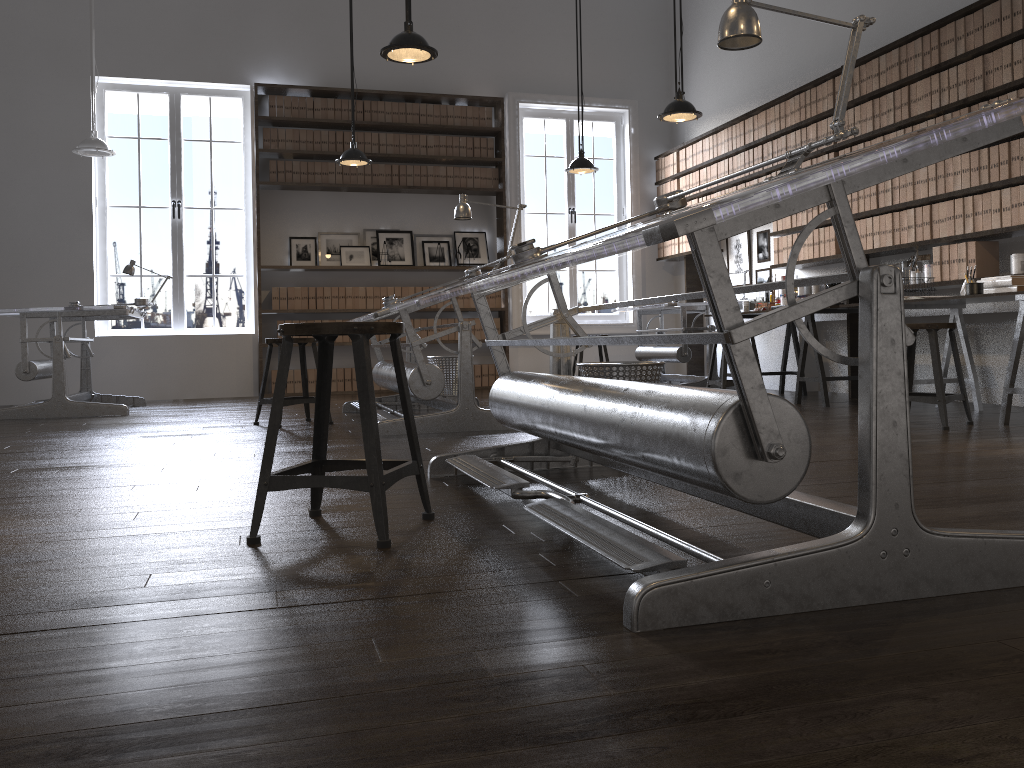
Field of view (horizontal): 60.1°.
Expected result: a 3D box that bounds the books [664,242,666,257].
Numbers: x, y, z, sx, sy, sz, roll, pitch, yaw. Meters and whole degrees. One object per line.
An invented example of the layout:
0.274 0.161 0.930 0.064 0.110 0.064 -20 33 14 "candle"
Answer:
1.705 -1.458 9.408 0.174 0.225 0.066 -1 0 -16 "books"

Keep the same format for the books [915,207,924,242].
2.741 -1.044 5.805 0.174 0.226 0.066 -1 0 -16 "books"

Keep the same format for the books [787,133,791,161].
2.326 -1.915 7.194 0.174 0.225 0.066 -1 0 -16 "books"

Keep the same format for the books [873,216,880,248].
2.625 -1.060 6.198 0.174 0.225 0.066 -1 0 -16 "books"

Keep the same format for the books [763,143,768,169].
2.233 -1.929 7.529 0.174 0.226 0.066 -1 0 -16 "books"

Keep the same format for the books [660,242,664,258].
1.679 -1.461 9.477 0.174 0.226 0.067 -1 0 -16 "books"

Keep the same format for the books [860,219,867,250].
2.588 -1.065 6.336 0.174 0.226 0.066 -1 0 -16 "books"

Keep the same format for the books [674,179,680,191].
1.769 -1.999 9.146 0.174 0.226 0.066 -1 0 -16 "books"

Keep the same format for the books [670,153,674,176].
1.740 -2.278 9.210 0.174 0.226 0.067 -1 0 -16 "books"

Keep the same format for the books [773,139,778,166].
2.271 -1.923 7.392 0.174 0.226 0.066 -1 0 -16 "books"

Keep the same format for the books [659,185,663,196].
1.670 -2.012 9.472 0.174 0.226 0.067 -1 0 -16 "books"

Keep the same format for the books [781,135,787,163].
2.303 -1.918 7.258 0.174 0.226 0.067 -1 0 -16 "books"

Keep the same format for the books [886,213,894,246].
2.658 -1.055 6.072 0.174 0.226 0.067 -1 0 -16 "books"

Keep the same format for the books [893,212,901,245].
2.682 -1.052 6.009 0.174 0.226 0.066 -1 0 -16 "books"

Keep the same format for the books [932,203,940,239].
2.782 -1.038 5.661 0.174 0.225 0.066 -1 0 -16 "books"

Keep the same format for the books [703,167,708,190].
1.938 -1.969 8.541 0.174 0.226 0.066 -1 0 -16 "books"

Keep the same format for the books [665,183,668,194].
1.711 -2.007 9.343 0.174 0.225 0.066 -1 0 -16 "books"

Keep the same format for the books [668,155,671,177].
1.725 -2.281 9.278 0.174 0.226 0.066 -1 0 -16 "books"

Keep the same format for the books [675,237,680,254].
1.777 -1.448 9.144 0.174 0.226 0.066 -1 0 -16 "books"

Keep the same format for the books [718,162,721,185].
2.017 -1.958 8.276 0.174 0.225 0.066 -1 0 -16 "books"

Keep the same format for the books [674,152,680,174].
1.762 -2.276 9.141 0.174 0.225 0.066 -1 0 -16 "books"

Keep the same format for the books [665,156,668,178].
1.707 -2.284 9.346 0.174 0.226 0.066 -1 0 -16 "books"

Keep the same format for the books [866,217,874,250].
2.603 -1.062 6.267 0.174 0.226 0.067 -1 0 -16 "books"

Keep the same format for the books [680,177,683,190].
1.803 -1.988 9.016 0.174 0.226 0.066 -1 0 -16 "books"

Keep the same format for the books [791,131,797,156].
2.342 -1.913 7.134 0.174 0.225 0.066 -1 0 -16 "books"

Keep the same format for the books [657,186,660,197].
1.655 -2.014 9.541 0.174 0.226 0.066 -1 0 -16 "books"

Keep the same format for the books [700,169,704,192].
1.923 -1.972 8.610 0.174 0.226 0.066 -1 0 -16 "books"

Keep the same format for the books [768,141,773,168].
2.248 -1.926 7.459 0.174 0.226 0.066 -1 0 -16 "books"

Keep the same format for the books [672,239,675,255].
1.753 -1.450 9.212 0.174 0.226 0.066 -1 0 -16 "books"

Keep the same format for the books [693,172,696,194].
1.882 -1.977 8.754 0.174 0.225 0.066 -1 0 -16 "books"

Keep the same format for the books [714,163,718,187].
1.994 -1.961 8.339 0.174 0.226 0.067 -1 0 -16 "books"

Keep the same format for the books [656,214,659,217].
1.650 -1.741 9.556 0.174 0.226 0.067 -1 0 -16 "books"

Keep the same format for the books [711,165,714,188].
1.981 -1.963 8.406 0.174 0.226 0.066 -1 0 -16 "books"

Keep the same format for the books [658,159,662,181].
1.661 -2.289 9.481 0.174 0.226 0.066 -1 0 -16 "books"

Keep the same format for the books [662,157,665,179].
1.684 -2.286 9.412 0.174 0.226 0.066 -1 0 -16 "books"

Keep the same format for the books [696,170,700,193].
1.897 -1.974 8.681 0.174 0.226 0.067 -1 0 -16 "books"

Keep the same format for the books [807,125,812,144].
2.404 -1.905 6.930 0.174 0.226 0.066 -1 0 -16 "books"

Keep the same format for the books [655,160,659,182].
1.641 -2.292 9.550 0.174 0.226 0.067 -1 0 -16 "books"

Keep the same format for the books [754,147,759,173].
2.191 -1.934 7.672 0.174 0.225 0.066 -1 0 -16 "books"

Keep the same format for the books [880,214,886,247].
2.644 -1.057 6.138 0.174 0.225 0.066 -1 0 -16 "books"

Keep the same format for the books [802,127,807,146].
2.383 -1.907 6.997 0.174 0.226 0.066 -1 0 -16 "books"

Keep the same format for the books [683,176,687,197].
1.820 -1.985 8.945 0.174 0.226 0.066 -1 0 -16 "books"

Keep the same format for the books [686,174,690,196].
1.840 -1.982 8.875 0.174 0.226 0.067 -1 0 -16 "books"

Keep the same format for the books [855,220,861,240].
2.571 -1.068 6.403 0.174 0.226 0.066 -1 0 -16 "books"

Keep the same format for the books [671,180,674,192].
1.749 -2.001 9.214 0.174 0.226 0.066 -1 0 -16 "books"

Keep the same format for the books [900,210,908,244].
2.702 -1.050 5.941 0.174 0.226 0.066 -1 0 -16 "books"

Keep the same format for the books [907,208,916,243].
2.717 -1.047 5.872 0.174 0.226 0.066 -1 0 -16 "books"

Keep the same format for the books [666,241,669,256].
1.720 -1.456 9.344 0.174 0.225 0.066 -1 0 -16 "books"

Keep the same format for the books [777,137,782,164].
2.291 -1.920 7.324 0.174 0.226 0.066 -1 0 -16 "books"

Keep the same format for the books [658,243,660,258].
1.664 -1.464 9.551 0.174 0.226 0.066 -1 0 -16 "books"

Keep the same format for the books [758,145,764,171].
2.207 -1.931 7.599 0.174 0.226 0.067 -1 0 -16 "books"

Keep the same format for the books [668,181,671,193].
1.725 -2.004 9.278 0.174 0.226 0.067 -1 0 -16 "books"

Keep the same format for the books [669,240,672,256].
1.733 -1.453 9.282 0.174 0.226 0.067 -1 0 -16 "books"

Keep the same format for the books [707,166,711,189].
1.961 -1.966 8.474 0.174 0.226 0.066 -1 0 -16 "books"

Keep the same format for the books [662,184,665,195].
1.692 -2.009 9.403 0.174 0.225 0.066 -1 0 -16 "books"

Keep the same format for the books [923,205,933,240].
2.757 -1.041 5.731 0.174 0.226 0.067 -1 0 -16 "books"

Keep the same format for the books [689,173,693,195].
1.861 -1.980 8.816 0.174 0.225 0.066 -1 0 -16 "books"

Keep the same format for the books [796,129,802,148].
2.360 -1.910 7.064 0.174 0.226 0.067 -1 0 -16 "books"
